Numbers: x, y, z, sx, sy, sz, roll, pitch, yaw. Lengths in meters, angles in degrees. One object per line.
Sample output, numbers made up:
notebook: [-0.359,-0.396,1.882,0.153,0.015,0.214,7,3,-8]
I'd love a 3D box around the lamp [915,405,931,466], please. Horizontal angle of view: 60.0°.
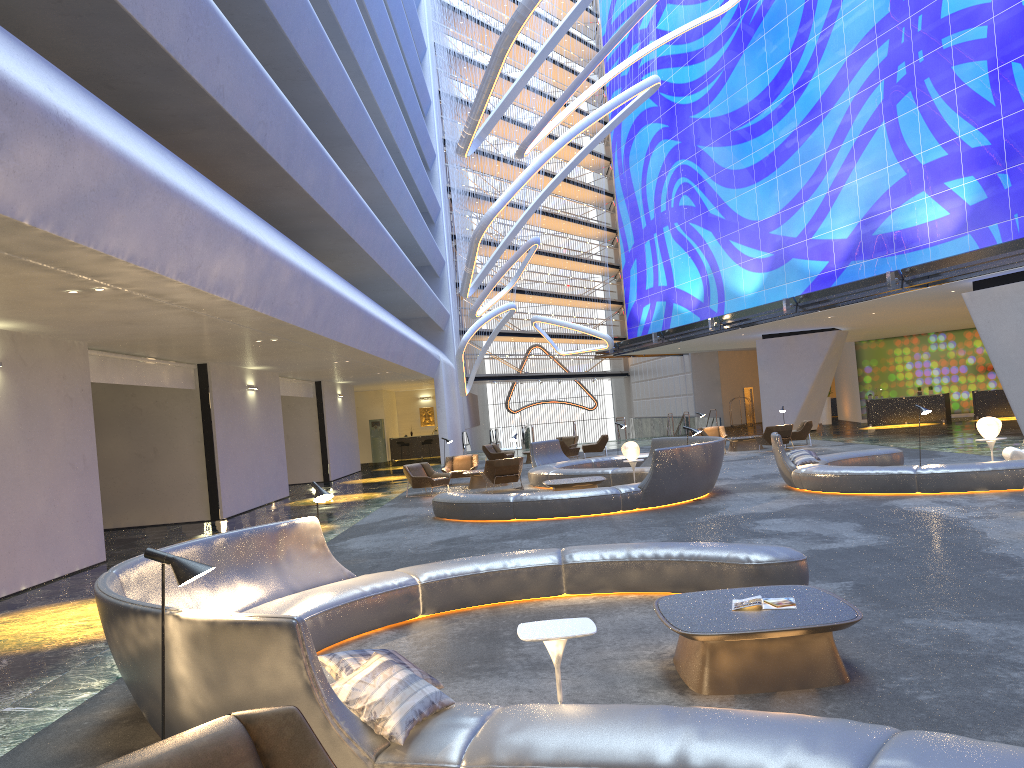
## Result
lamp: [7.344,1.012,15.801,0.201,1.300,0.384,-5,0,-24]

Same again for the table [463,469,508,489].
table: [-0.615,2.368,22.272,1.203,0.392,1.203,-5,-2,0]

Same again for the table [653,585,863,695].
table: [1.551,1.627,5.692,1.203,0.392,1.203,-5,-2,1]

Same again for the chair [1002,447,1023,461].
chair: [8.748,1.061,14.561,1.158,0.882,0.728,-5,-1,20]

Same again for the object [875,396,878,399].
object: [14.813,0.543,35.995,0.108,0.108,0.111,-6,-1,35]

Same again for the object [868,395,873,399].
object: [14.611,0.545,36.139,0.149,0.149,0.149,-6,-1,35]

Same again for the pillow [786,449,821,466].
pillow: [5.137,1.296,15.781,0.693,0.262,0.877,-5,-2,9]

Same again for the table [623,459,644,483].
table: [2.481,1.842,17.939,0.418,0.595,0.428,-5,-1,0]

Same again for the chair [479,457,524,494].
chair: [-0.211,2.091,20.419,0.928,0.766,0.940,-5,-1,-16]

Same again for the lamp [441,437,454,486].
lamp: [-1.709,2.058,23.632,0.384,1.300,0.201,-5,0,18]

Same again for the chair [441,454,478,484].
chair: [-1.348,2.295,23.571,0.929,0.766,0.939,-5,-1,7]

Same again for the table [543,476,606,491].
table: [1.203,2.032,16.918,1.203,0.392,1.203,-5,-2,1]

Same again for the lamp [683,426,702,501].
lamp: [3.117,1.359,15.239,0.384,1.300,0.201,-5,0,18]

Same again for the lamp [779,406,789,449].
lamp: [8.031,1.298,26.144,0.202,1.300,0.384,-5,0,17]

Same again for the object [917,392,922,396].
object: [16.099,0.380,34.988,0.150,0.145,0.150,-6,-1,34]

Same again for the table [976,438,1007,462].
table: [8.333,1.250,15.396,0.417,0.595,0.428,-5,-1,-25]

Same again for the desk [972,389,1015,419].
desk: [19.460,0.681,34.087,2.982,1.097,0.812,-6,-1,37]

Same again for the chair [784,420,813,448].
chair: [8.750,1.544,27.286,0.939,0.766,0.929,-5,-1,9]

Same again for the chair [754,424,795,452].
chair: [7.709,1.589,25.923,0.928,0.766,0.940,-5,-1,-16]

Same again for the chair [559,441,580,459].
chair: [1.627,2.220,29.055,0.937,0.766,0.931,-4,-1,-38]

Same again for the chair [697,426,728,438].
chair: [6.572,1.793,29.074,0.929,0.766,0.939,-5,-1,7]

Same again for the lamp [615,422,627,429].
lamp: [2.903,1.653,23.486,0.384,1.300,0.201,-5,0,18]

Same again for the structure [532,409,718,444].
structure: [5.968,6.109,53.065,9.304,8.398,19.741,-5,-2,1]

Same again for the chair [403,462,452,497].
chair: [-2.036,2.273,21.130,0.940,0.766,0.928,-6,-1,34]

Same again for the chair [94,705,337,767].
chair: [-0.782,1.550,2.768,0.940,0.766,0.928,-6,-1,34]

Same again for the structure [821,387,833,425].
structure: [14.637,0.868,41.389,1.021,2.051,0.773,-5,0,-21]

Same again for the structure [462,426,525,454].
structure: [-0.450,6.620,52.719,3.017,8.237,19.836,-5,-2,1]

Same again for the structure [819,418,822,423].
structure: [15.148,0.893,43.465,0.772,2.051,1.023,-5,0,-28]

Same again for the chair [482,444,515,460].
chair: [-0.461,2.449,30.483,0.940,0.766,0.928,-5,-1,25]

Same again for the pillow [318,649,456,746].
pillow: [-0.625,1.405,4.120,0.691,0.262,0.878,-4,-2,-37]

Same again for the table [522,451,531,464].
table: [1.009,2.511,30.756,1.204,0.392,1.202,-6,-2,19]

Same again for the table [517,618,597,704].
table: [0.260,1.592,4.725,0.418,0.595,0.428,-5,-1,-3]

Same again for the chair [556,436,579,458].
chair: [1.918,2.293,31.991,0.930,0.766,0.938,-6,-1,28]

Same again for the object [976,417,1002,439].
object: [8.265,0.761,15.351,0.366,0.387,0.318,-5,-1,-17]

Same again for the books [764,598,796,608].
books: [1.718,1.403,5.687,0.133,0.012,0.189,-5,-2,-9]

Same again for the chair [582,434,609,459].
chair: [2.877,2.163,30.568,0.939,0.766,0.929,-5,-1,3]

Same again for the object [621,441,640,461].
object: [2.397,1.355,17.910,0.367,0.387,0.318,-5,-1,8]

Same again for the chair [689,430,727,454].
chair: [5.884,1.771,26.633,0.940,0.766,0.928,-6,-1,34]

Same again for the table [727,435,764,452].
table: [7.305,1.866,27.775,1.203,0.392,1.203,-5,-2,1]

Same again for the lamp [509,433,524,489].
lamp: [0.111,1.800,20.641,0.202,1.300,0.384,-5,0,17]

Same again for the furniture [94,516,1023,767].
furniture: [0.068,1.379,3.878,5.184,0.969,9.933,-5,-2,-3]

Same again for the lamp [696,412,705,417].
lamp: [6.211,1.556,29.135,0.384,1.300,0.201,-5,0,18]

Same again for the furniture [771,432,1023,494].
furniture: [7.581,1.037,13.121,5.183,0.969,9.935,-5,-2,-7]

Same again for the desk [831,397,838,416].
desk: [18.330,1.356,51.349,2.982,1.097,0.812,-6,-1,39]

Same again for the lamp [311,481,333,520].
lamp: [-1.717,1.539,8.082,0.201,1.300,0.384,-5,0,-40]

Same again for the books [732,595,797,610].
books: [1.625,1.407,5.728,0.395,0.039,0.301,-5,-2,15]

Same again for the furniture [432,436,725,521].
furniture: [2.092,1.707,18.885,5.190,0.969,9.922,-6,-2,18]

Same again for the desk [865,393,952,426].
desk: [15.865,1.040,35.524,2.982,1.097,0.812,-6,-1,39]

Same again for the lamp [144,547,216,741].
lamp: [-1.493,1.384,4.030,0.384,1.300,0.202,-5,0,0]

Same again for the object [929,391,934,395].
object: [16.440,0.343,34.767,0.150,0.145,0.150,-6,-1,34]
